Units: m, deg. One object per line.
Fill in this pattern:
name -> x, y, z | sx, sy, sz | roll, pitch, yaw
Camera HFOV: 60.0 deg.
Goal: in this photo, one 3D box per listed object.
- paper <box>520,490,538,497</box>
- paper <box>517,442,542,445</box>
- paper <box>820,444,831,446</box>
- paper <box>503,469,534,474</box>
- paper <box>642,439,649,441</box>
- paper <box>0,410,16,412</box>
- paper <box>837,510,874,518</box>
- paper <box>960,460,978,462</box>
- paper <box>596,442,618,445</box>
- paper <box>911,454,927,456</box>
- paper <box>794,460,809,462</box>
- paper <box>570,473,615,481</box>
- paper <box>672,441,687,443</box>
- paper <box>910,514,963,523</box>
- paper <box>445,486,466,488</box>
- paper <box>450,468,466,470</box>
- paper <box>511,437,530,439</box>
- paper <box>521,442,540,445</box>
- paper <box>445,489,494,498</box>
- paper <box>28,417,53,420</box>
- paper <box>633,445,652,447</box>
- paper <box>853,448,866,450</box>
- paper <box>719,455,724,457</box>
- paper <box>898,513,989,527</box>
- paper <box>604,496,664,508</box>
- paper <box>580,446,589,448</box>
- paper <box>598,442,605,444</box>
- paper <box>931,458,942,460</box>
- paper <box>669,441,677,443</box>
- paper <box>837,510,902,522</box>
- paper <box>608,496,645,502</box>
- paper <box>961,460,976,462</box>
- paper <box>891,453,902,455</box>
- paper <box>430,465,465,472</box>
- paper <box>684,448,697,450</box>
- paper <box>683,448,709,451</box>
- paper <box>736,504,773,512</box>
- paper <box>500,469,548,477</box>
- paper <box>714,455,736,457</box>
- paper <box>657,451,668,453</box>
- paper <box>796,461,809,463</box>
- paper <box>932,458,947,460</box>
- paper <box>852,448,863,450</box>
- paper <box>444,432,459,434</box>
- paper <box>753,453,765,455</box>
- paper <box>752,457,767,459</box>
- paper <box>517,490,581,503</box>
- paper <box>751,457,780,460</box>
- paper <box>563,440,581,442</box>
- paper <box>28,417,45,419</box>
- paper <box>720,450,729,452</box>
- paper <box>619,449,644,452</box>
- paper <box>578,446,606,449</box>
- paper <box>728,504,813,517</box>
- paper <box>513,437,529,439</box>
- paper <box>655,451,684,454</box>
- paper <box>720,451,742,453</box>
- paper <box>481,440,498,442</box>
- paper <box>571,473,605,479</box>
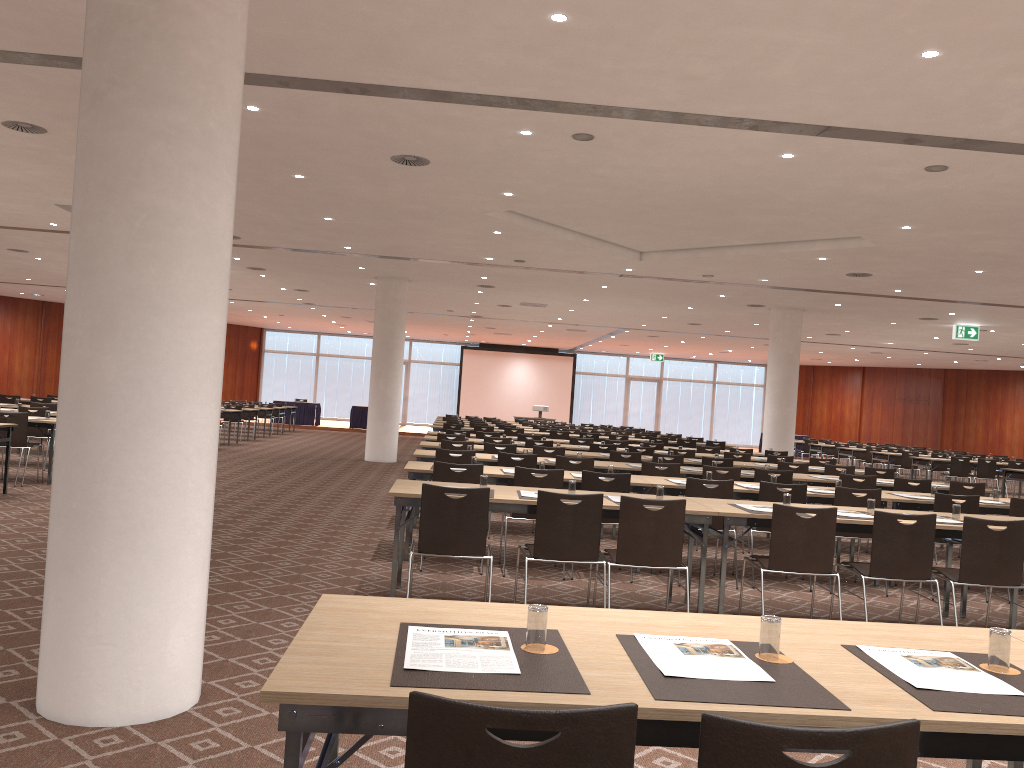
paper -> 0.207, 0.802, 6.430 | 0.283, 0.006, 0.398 | 4, -1, -1
paper -> 0.349, 0.974, 14.382 | 0.460, 0.003, 0.565 | 4, -1, -7
paper -> 9.567, 1.841, 26.546 | 0.460, 0.003, 0.565 | 4, -1, -6
paper -> 0.060, 0.832, 8.436 | 0.283, 0.006, 0.398 | 4, -1, -4
paper -> 3.222, 1.284, 20.117 | 0.460, 0.003, 0.565 | 4, -1, -4
paper -> -7.864, 0.408, 13.792 | 0.460, 0.003, 0.565 | 4, -1, -3
paper -> 2.488, 0.959, 6.579 | 0.283, 0.006, 0.398 | 4, -1, -3
paper -> 10.671, 1.797, 20.629 | 0.460, 0.003, 0.565 | 4, -1, -6
paper -> 1.842, 1.118, 16.512 | 0.460, 0.003, 0.565 | 4, -1, -5
paper -> 10.506, 1.826, 22.617 | 0.460, 0.003, 0.565 | 4, -1, -6
paper -> 4.852, 1.283, 14.771 | 0.283, 0.006, 0.398 | 4, -1, -2
paper -> 0.800, 0.886, 8.429 | 0.460, 0.003, 0.565 | 4, -1, -1
paper -> 3.820, 1.322, 20.202 | 0.283, 0.006, 0.398 | 4, -1, -7
paper -> 3.147, 1.004, 6.629 | 0.283, 0.006, 0.398 | 4, -1, -1
paper -> -0.431, 0.758, 6.388 | 0.283, 0.006, 0.398 | 4, -1, -4
paper -> -0.573, 0.788, 8.394 | 0.283, 0.006, 0.398 | 4, -1, -2
paper -> 0.210, 1.005, 16.381 | 0.460, 0.003, 0.565 | 4, -1, -6
paper -> 0.295, 0.968, 14.450 | 0.283, 0.006, 0.398 | 4, -1, -4
paper -> -0.357, 0.765, 6.307 | 0.460, 0.003, 0.565 | 4, -1, -1
paper -> -6.472, 0.464, 11.914 | 0.460, 0.003, 0.565 | 4, -1, -5
paper -> 2.501, 1.163, 16.534 | 0.460, 0.003, 0.565 | 4, -1, -3
paper -> 9.657, 1.805, 24.633 | 0.283, 0.006, 0.398 | 4, -1, -5
paper -> 3.526, 1.191, 14.654 | 0.283, 0.006, 0.398 | 4, -1, -3
paper -> 3.164, 1.009, 6.598 | 0.460, 0.003, 0.565 | 4, -1, -3
paper -> 0.936, 0.854, 6.406 | 0.460, 0.003, 0.565 | 4, -1, -6
paper -> 1.279, 1.036, 14.524 | 0.283, 0.006, 0.398 | 4, -1, -6
paper -> 1.772, 1.111, 16.568 | 0.283, 0.006, 0.398 | 4, -1, -5
paper -> 10.016, 1.752, 20.587 | 0.460, 0.003, 0.565 | 4, -1, -3
paper -> 3.828, 1.325, 20.140 | 0.460, 0.003, 0.565 | 4, -1, -3
paper -> 2.510, 0.963, 6.531 | 0.460, 0.003, 0.565 | 4, -1, -4
paper -> 0.864, 0.847, 6.480 | 0.283, 0.006, 0.398 | 4, -1, -2
paper -> 10.623, 1.791, 20.700 | 0.283, 0.006, 0.398 | 4, -1, -1
paper -> 9.849, 1.780, 22.562 | 0.460, 0.003, 0.565 | 4, -1, -6
paper -> -0.526, 0.794, 8.329 | 0.460, 0.003, 0.565 | 4, -1, -2
paper -> 3.373, 1.221, 16.673 | 0.283, 0.006, 0.398 | 4, -1, -4
paper -> 3.455, 1.229, 16.616 | 0.460, 0.003, 0.565 | 4, -1, -3
paper -> 1.844, 0.914, 6.533 | 0.283, 0.006, 0.398 | 4, -1, -5
paper -> 0.135, 0.839, 8.367 | 0.460, 0.003, 0.565 | 4, -1, -5
paper -> 3.594, 1.198, 14.604 | 0.460, 0.003, 0.565 | 4, -1, -5
paper -> 2.549, 1.124, 14.600 | 0.283, 0.006, 0.398 | 4, -1, -5
paper -> 4.866, 1.286, 14.680 | 0.460, 0.003, 0.565 | 4, -1, -3
paper -> 9.952, 1.745, 20.632 | 0.283, 0.006, 0.398 | 4, -1, -3
paper -> 9.738, 1.813, 24.567 | 0.460, 0.003, 0.565 | 4, -1, -2
paper -> -1.114, 0.912, 16.384 | 0.283, 0.006, 0.398 | 4, -1, -4
paper -> 4.718, 1.316, 16.713 | 0.460, 0.003, 0.565 | 4, -1, -3
paper -> 4.173, 1.236, 14.719 | 0.283, 0.006, 0.398 | 4, -1, -4
paper -> 0.272, 0.809, 6.370 | 0.460, 0.003, 0.565 | 4, -1, -2
paper -> 4.256, 1.244, 14.679 | 0.460, 0.003, 0.565 | 4, -1, -5
paper -> 1.184, 1.072, 16.450 | 0.460, 0.003, 0.565 | 4, -1, 0
paper -> -6.497, 0.459, 11.949 | 0.283, 0.006, 0.398 | 4, -1, -5
paper -> 4.016, 1.265, 16.728 | 0.283, 0.006, 0.398 | 4, -1, -1
paper -> 1.977, 1.087, 14.488 | 0.460, 0.003, 0.565 | 4, -1, -2
paper -> 1.346, 1.043, 14.445 | 0.460, 0.003, 0.565 | 4, -1, -7
paper -> 1.876, 0.919, 6.456 | 0.460, 0.003, 0.565 | 4, -1, -4
paper -> 0.171, 1.000, 16.441 | 0.283, 0.006, 0.398 | 4, -1, -4
paper -> 2.608, 1.131, 14.553 | 0.460, 0.003, 0.565 | 4, -1, -5
paper -> 4.096, 1.273, 16.640 | 0.460, 0.003, 0.565 | 4, -1, -1
paper -> -0.366, 0.923, 14.407 | 0.283, 0.006, 0.398 | 4, -1, -4
paper -> 0.723, 0.877, 8.456 | 0.283, 0.006, 0.398 | 4, -1, -3
